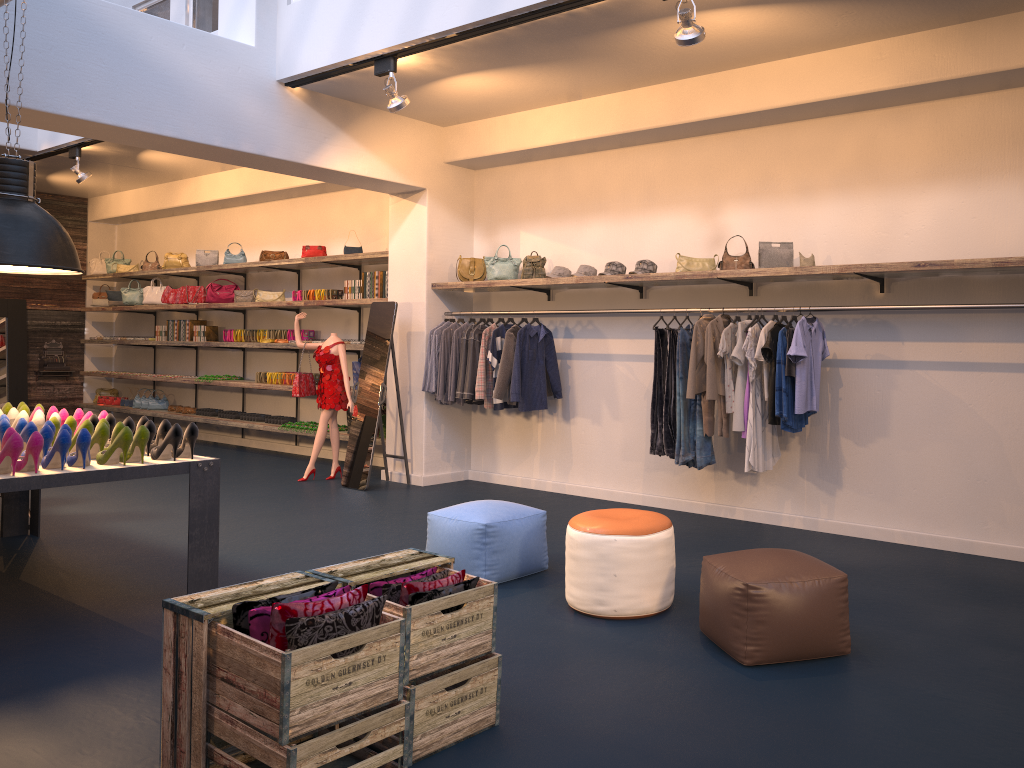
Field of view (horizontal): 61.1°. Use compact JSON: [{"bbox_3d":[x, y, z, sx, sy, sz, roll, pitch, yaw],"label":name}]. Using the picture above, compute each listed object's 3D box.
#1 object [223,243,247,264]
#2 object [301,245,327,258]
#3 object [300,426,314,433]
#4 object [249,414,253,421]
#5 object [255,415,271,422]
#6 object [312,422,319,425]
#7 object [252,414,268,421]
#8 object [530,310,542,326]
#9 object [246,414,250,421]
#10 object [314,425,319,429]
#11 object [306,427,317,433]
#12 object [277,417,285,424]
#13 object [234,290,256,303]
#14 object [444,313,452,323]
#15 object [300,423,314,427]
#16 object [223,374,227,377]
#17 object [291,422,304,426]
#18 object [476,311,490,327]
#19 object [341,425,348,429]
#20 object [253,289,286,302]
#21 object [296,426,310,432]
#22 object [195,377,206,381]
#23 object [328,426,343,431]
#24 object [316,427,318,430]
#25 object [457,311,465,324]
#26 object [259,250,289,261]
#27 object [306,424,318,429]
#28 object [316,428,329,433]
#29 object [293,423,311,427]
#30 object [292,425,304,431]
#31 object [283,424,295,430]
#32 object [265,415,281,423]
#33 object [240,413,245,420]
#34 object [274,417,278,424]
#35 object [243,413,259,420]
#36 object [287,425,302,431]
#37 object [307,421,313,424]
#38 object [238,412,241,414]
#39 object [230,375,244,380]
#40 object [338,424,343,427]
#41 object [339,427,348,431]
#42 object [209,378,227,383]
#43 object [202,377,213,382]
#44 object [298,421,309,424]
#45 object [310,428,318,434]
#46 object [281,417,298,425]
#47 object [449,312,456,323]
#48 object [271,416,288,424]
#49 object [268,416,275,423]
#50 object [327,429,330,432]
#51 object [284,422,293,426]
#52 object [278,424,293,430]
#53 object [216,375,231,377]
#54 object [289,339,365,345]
[{"bbox_3d":[-3.466,-1.630,10.882,0.288,0.283,0.091,1,-1,-16],"label":"object"},{"bbox_3d":[-2.244,-1.497,9.858,0.290,0.149,0.108,1,0,-16],"label":"object"},{"bbox_3d":[-2.279,0.507,9.729,0.077,0.058,0.252,2,2,37],"label":"object"},{"bbox_3d":[-3.134,0.411,10.675,0.196,0.088,0.062,0,0,-20],"label":"object"},{"bbox_3d":[-3.038,0.416,10.596,0.192,0.088,0.063,1,0,-11],"label":"object"},{"bbox_3d":[-2.268,0.466,10.041,0.081,0.073,0.246,1,2,20],"label":"object"},{"bbox_3d":[-3.086,0.414,10.635,0.194,0.088,0.063,1,0,-15],"label":"object"},{"bbox_3d":[0.212,-0.555,7.840,0.009,0.220,0.466,0,1,41],"label":"object"},{"bbox_3d":[-3.184,0.408,10.717,0.196,0.088,0.062,0,0,-20],"label":"object"},{"bbox_3d":[-2.114,0.483,9.717,0.256,0.068,0.076,-1,2,-42],"label":"object"},{"bbox_3d":[-2.206,0.510,9.681,0.077,0.058,0.252,2,2,37],"label":"object"},{"bbox_3d":[-2.686,0.435,10.309,0.199,0.088,0.061,0,0,-26],"label":"object"},{"bbox_3d":[-3.308,-1.085,10.762,0.269,0.176,0.104,1,0,0],"label":"object"},{"bbox_3d":[-0.632,-0.598,8.503,0.009,0.220,0.466,0,1,41],"label":"object"},{"bbox_3d":[-2.301,0.473,9.869,0.256,0.067,0.077,-1,2,-42],"label":"object"},{"bbox_3d":[-3.668,-0.089,11.234,0.078,0.075,0.250,1,2,29],"label":"object"},{"bbox_3d":[-2.432,0.466,9.976,0.256,0.068,0.076,-1,2,-42],"label":"object"},{"bbox_3d":[-0.279,-0.580,8.219,0.009,0.220,0.466,0,1,41],"label":"object"},{"bbox_3d":[-1.862,0.486,9.749,0.080,0.067,0.248,1,2,21],"label":"object"},{"bbox_3d":[-2.926,-1.063,10.446,0.374,0.175,0.224,1,1,-9],"label":"object"},{"bbox_3d":[-2.338,0.504,9.769,0.077,0.058,0.252,2,2,37],"label":"object"},{"bbox_3d":[-3.954,-0.063,11.109,0.077,0.058,0.252,2,2,37],"label":"object"},{"bbox_3d":[-1.984,0.489,9.611,0.256,0.067,0.077,-1,2,-42],"label":"object"},{"bbox_3d":[-2.072,0.486,9.646,0.256,0.064,0.078,-1,2,-42],"label":"object"},{"bbox_3d":[-0.495,-0.592,8.396,0.009,0.220,0.466,0,1,41],"label":"object"},{"bbox_3d":[-2.809,-1.524,10.372,0.391,0.141,0.370,-1,3,-38],"label":"object"},{"bbox_3d":[-2.204,0.480,9.752,0.257,0.063,0.076,-1,2,-44],"label":"object"},{"bbox_3d":[-2.076,0.517,9.575,0.077,0.058,0.252,2,2,37],"label":"object"},{"bbox_3d":[-2.389,0.469,9.904,0.256,0.064,0.078,-1,2,-42],"label":"object"},{"bbox_3d":[-2.394,0.500,9.833,0.077,0.058,0.252,2,2,37],"label":"object"},{"bbox_3d":[-2.524,0.494,9.939,0.077,0.058,0.252,2,2,37],"label":"object"},{"bbox_3d":[-2.883,0.424,10.470,0.201,0.088,0.061,0,1,-33],"label":"object"},{"bbox_3d":[-3.282,0.403,10.796,0.199,0.088,0.061,0,0,-26],"label":"object"},{"bbox_3d":[-2.735,0.432,10.349,0.199,0.088,0.061,0,0,-27],"label":"object"},{"bbox_3d":[-3.234,0.406,10.756,0.197,0.088,0.062,0,0,-22],"label":"object"},{"bbox_3d":[-2.468,0.497,9.875,0.077,0.058,0.252,2,2,37],"label":"object"},{"bbox_3d":[-2.310,0.464,10.112,0.078,0.075,0.250,1,2,29],"label":"object"},{"bbox_3d":[-3.418,0.368,10.906,0.010,0.022,0.051,1,1,41],"label":"object"},{"bbox_3d":[-3.537,-0.084,11.128,0.080,0.067,0.248,1,2,21],"label":"object"},{"bbox_3d":[-1.950,0.481,9.783,0.081,0.073,0.246,1,2,20],"label":"object"},{"bbox_3d":[-1.899,0.517,9.648,0.077,0.058,0.252,2,2,37],"label":"object"},{"bbox_3d":[-3.696,-0.049,10.891,0.077,0.058,0.252,2,2,37],"label":"object"},{"bbox_3d":[-3.826,-0.056,10.996,0.077,0.058,0.252,2,2,37],"label":"object"},{"bbox_3d":[-2.416,0.458,10.162,0.248,0.053,0.080,0,2,-20],"label":"object"},{"bbox_3d":[-2.151,0.514,9.617,0.077,0.058,0.252,2,2,37],"label":"object"},{"bbox_3d":[-2.636,0.437,10.270,0.198,0.088,0.062,0,0,-23],"label":"object"},{"bbox_3d":[-0.584,-0.595,8.464,0.009,0.220,0.466,0,1,41],"label":"object"},{"bbox_3d":[-2.785,0.430,10.390,0.199,0.088,0.061,0,0,-28],"label":"object"},{"bbox_3d":[-2.835,0.427,10.431,0.201,0.088,0.061,0,1,-35],"label":"object"},{"bbox_3d":[-2.021,0.521,9.511,0.077,0.058,0.252,2,2,37],"label":"object"},{"bbox_3d":[-2.520,0.463,10.009,0.257,0.063,0.076,-1,2,-44],"label":"object"},{"bbox_3d":[-2.596,0.490,9.987,0.077,0.058,0.252,2,2,37],"label":"object"},{"bbox_3d":[-3.774,-0.095,11.284,0.248,0.053,0.080,0,2,-20],"label":"object"},{"bbox_3d":[-1.921,-0.470,9.712,1.400,0.060,0.521,3,3,39],"label":"object"}]
